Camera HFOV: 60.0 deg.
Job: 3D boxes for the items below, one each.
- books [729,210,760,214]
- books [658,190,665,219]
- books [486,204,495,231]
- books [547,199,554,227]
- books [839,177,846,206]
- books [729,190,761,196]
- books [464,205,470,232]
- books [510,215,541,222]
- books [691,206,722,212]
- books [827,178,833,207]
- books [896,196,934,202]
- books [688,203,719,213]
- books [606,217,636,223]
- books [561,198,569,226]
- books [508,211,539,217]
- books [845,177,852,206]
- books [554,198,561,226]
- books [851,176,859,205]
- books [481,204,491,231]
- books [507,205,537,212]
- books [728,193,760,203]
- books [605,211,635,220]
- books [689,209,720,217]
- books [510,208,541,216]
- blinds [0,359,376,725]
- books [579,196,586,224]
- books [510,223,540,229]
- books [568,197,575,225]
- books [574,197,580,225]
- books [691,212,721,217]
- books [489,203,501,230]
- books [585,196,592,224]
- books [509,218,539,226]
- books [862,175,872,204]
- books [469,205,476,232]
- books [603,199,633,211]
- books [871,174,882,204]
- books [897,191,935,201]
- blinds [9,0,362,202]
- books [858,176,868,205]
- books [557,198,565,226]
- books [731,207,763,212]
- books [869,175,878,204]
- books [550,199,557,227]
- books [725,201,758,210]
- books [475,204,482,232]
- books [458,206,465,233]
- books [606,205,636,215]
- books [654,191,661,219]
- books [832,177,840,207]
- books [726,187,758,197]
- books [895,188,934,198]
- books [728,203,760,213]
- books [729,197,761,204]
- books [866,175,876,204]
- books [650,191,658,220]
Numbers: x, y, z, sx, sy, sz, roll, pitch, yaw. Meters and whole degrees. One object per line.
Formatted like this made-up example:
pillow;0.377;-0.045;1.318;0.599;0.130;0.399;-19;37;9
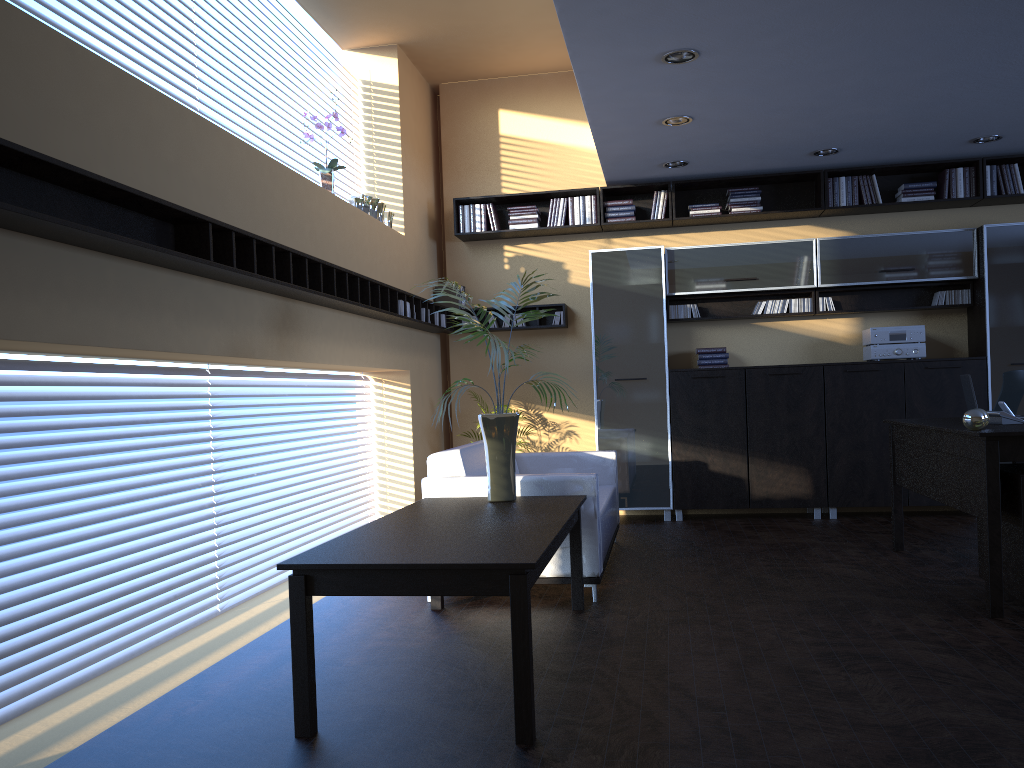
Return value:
books;2.047;-1.496;7.821;0.258;0.028;0.207;-2;-1;9
books;1.337;-1.581;7.939;0.075;0.260;0.207;-2;0;9
books;-0.182;-1.521;8.212;0.075;0.260;0.207;-2;0;9
books;0.362;-1.542;8.116;0.075;0.260;0.207;-2;0;10
books;2.848;-1.641;7.684;0.050;0.258;0.207;-2;0;10
books;2.052;-1.668;7.816;0.258;0.028;0.207;-2;-1;9
books;-0.398;-1.512;8.249;0.050;0.258;0.207;-2;0;9
books;0.126;-1.520;8.168;0.258;0.028;0.207;-2;-1;10
books;1.722;-1.539;7.878;0.258;0.028;0.207;-2;-1;9
books;2.747;-1.637;7.707;0.050;0.258;0.207;-2;0;10
books;3.446;-1.560;7.591;0.258;0.050;0.207;-2;-1;9
books;1.701;-1.567;7.887;0.258;0.028;0.207;-2;-1;9
books;0.988;-1.462;8.007;0.258;0.050;0.207;-2;-1;10
books;0.489;-1.547;8.102;0.075;0.260;0.207;-2;0;9
books;0.111;-1.548;8.150;0.258;0.028;0.207;-2;-1;10
books;2.901;-1.643;7.682;0.050;0.258;0.207;-2;0;10
books;0.423;-1.545;8.097;0.075;0.260;0.207;-2;0;10
books;2.951;-1.645;7.670;0.050;0.258;0.207;-2;0;10
books;-0.245;-1.518;8.220;0.050;0.258;0.207;-2;0;9
books;0.102;-1.604;8.165;0.258;0.028;0.207;-2;-1;10
books;2.042;-1.639;7.821;0.258;0.028;0.207;-2;-1;9
books;0.974;-1.513;8.003;0.258;0.050;0.207;-2;-1;9
books;1.710;-1.511;7.874;0.258;0.028;0.207;-2;-1;10
books;0.125;-1.577;8.163;0.258;0.028;0.207;-2;-1;9
blinds;-1.664;0.595;4.900;0.047;1.367;5.390;-2;-1;10
books;0.652;-1.554;8.057;0.050;0.258;0.207;-2;0;10
books;0.124;-1.428;8.154;0.258;0.050;0.207;-2;-1;10
books;0.551;-1.550;8.082;0.050;0.258;0.207;-2;0;10
books;0.602;-1.552;8.073;0.050;0.258;0.207;-2;0;10
books;1.721;-1.483;7.870;0.258;0.028;0.207;-2;-1;10
books;-0.152;-1.522;8.201;0.075;0.260;0.207;-2;0;9
books;0.703;-1.556;8.048;0.050;0.258;0.207;-2;0;10
books;0.112;-1.479;8.161;0.258;0.050;0.207;-2;-1;9
books;3.046;-1.649;7.652;0.075;0.260;0.207;-2;0;10
books;-0.348;-1.514;8.229;0.050;0.258;0.207;-2;0;9
books;0.962;-1.615;8.009;0.258;0.050;0.207;-2;-1;9
books;3.120;-1.652;7.625;0.072;0.258;0.207;-2;0;9
books;3.453;-1.603;7.582;0.258;0.031;0.207;-2;-1;10
blinds;-1.761;-1.981;4.866;0.039;1.461;5.390;-2;-1;10
books;3.015;-1.648;7.658;0.075;0.260;0.207;-2;0;10
books;0.455;-1.546;8.093;0.075;0.260;0.207;-2;0;9
books;2.069;-1.525;7.826;0.258;0.028;0.207;-2;-1;10
books;3.101;-1.651;7.654;0.072;0.258;0.207;-2;0;10
books;0.392;-1.544;8.104;0.075;0.260;0.207;-2;0;9
books;2.028;-1.580;7.844;0.258;0.028;0.207;-2;-1;9
books;-0.296;-1.516;8.228;0.050;0.258;0.207;-2;0;10
books;-0.450;-1.510;8.254;0.050;0.258;0.207;-2;0;10
books;0.986;-1.564;8.010;0.258;0.050;0.207;-2;-1;10
books;1.308;-1.580;7.958;0.075;0.260;0.207;-2;0;9
books;2.798;-1.639;7.698;0.050;0.258;0.207;-2;0;10
books;2.031;-1.695;7.822;0.258;0.028;0.207;-2;-1;10
books;3.440;-1.634;7.583;0.258;0.031;0.207;-2;-1;9
books;2.048;-1.553;7.828;0.258;0.028;0.207;-2;-1;9
books;2.055;-1.611;7.830;0.258;0.028;0.207;-2;-1;10
books;3.077;-1.648;7.642;0.072;0.258;0.207;-2;0;10
books;1.276;-1.579;7.959;0.075;0.260;0.207;-2;0;10
